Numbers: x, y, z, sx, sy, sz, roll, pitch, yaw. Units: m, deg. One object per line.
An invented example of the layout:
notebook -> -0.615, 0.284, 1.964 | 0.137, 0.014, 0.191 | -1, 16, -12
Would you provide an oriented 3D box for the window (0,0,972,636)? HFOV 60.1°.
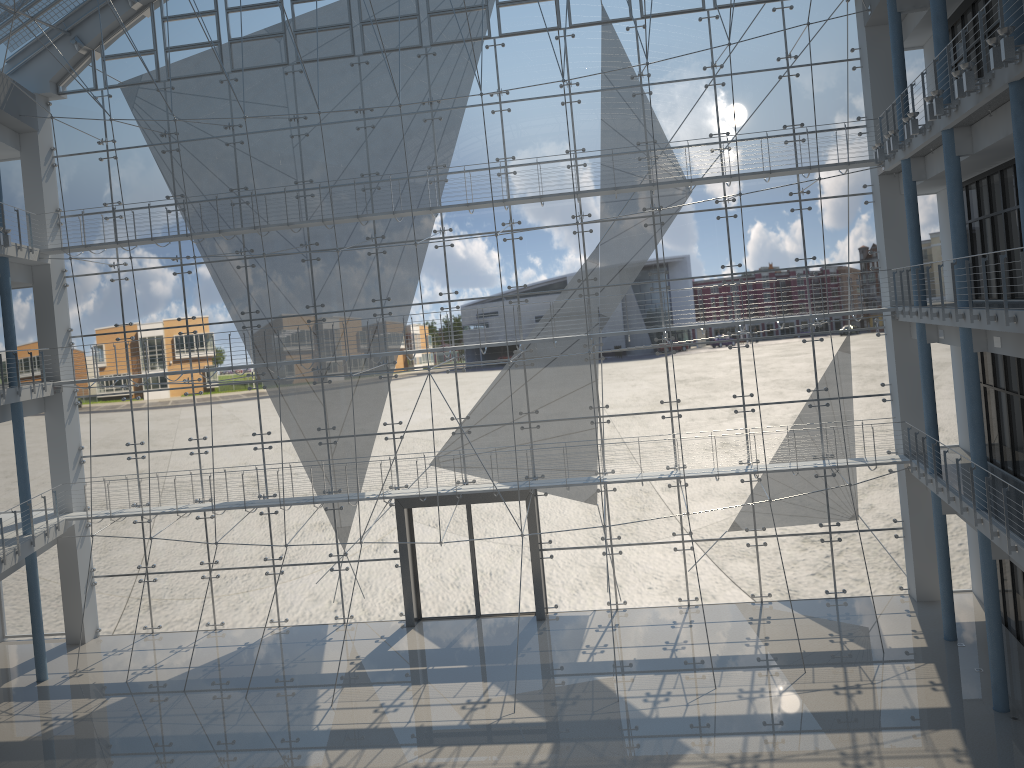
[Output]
window -> -0.308, -0.481, 3.396 | 3.845, 2.772, 0.010 | -5, 0, 7
